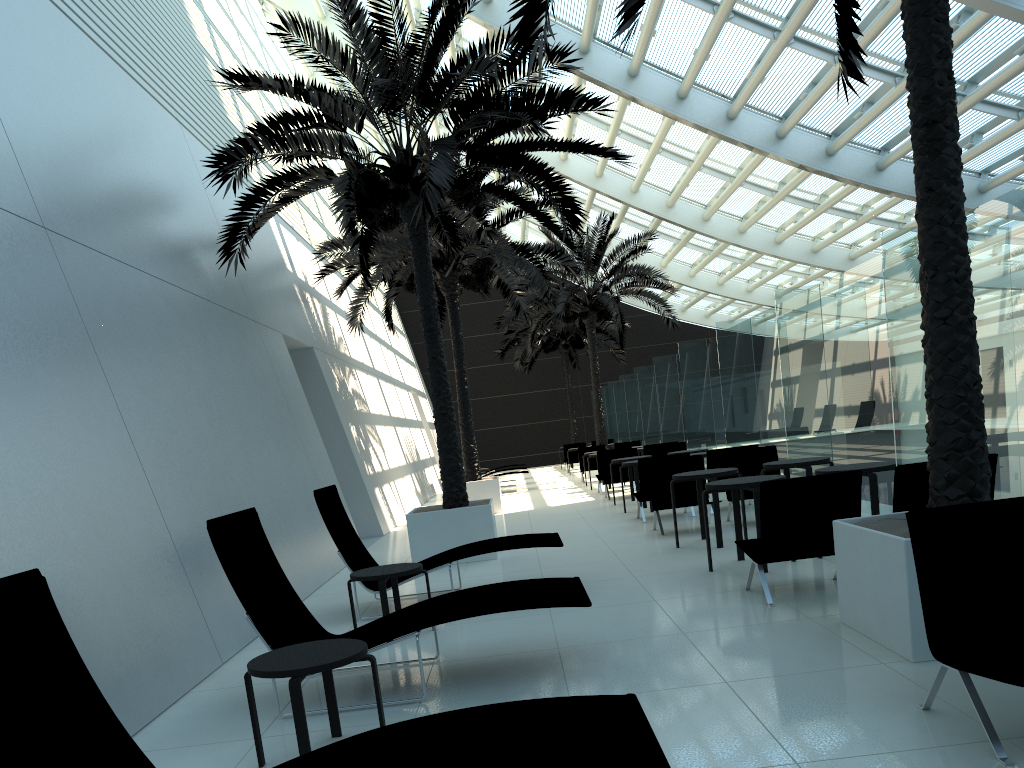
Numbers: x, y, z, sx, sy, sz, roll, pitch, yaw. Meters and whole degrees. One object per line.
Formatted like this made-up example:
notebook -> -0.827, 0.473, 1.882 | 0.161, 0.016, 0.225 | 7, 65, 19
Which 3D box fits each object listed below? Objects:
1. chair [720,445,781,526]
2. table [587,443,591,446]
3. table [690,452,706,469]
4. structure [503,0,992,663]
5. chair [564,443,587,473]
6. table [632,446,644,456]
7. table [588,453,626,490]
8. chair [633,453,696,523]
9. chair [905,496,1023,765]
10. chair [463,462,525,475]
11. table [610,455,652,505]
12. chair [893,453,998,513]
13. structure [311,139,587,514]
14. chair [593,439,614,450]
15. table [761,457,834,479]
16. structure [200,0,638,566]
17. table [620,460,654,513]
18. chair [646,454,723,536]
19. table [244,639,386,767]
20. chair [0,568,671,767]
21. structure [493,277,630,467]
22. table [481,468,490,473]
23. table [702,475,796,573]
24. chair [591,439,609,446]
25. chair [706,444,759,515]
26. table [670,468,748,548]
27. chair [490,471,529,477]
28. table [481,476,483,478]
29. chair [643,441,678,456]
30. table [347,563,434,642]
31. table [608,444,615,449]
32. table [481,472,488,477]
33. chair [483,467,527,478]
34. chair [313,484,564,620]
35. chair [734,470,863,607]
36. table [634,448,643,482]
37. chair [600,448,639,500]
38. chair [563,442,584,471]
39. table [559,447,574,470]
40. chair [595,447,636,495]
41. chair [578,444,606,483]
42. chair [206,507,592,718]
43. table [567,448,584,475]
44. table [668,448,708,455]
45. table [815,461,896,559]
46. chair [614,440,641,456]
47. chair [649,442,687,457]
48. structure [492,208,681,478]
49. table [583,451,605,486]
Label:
chair -> 3.017, 1.225, 10.562 | 0.716, 0.896, 0.879 | -7, 2, 0
table -> 3.019, 2.433, 30.360 | 0.669, 0.789, 0.684 | -9, 4, -43
table -> 3.041, 1.447, 13.453 | 0.684, 0.789, 0.668 | -5, 4, 43
structure -> 2.164, -2.103, 4.481 | 4.849, 7.093, 4.369 | -6, 4, 19
chair -> 2.069, 2.327, 27.494 | 0.716, 0.896, 0.879 | -7, 2, 0
table -> 3.041, 1.858, 20.523 | 0.685, 0.789, 0.668 | -5, 3, 38
table -> 2.071, 1.896, 19.106 | 0.684, 0.789, 0.668 | -5, 4, 43
chair -> 2.103, 1.438, 12.284 | 0.716, 0.896, 0.879 | -7, 2, 0
chair -> 2.101, 0.920, 3.370 | 0.716, 0.896, 0.879 | -7, 2, 0
chair -> -0.617, 2.501, 27.216 | 2.037, 1.170, 0.913 | -7, 3, 1
table -> 2.086, 1.651, 14.932 | 0.685, 0.789, 0.668 | -5, 3, 38
chair -> 3.037, 0.985, 6.480 | 0.716, 0.896, 0.879 | -7, 2, 0
structure -> -1.184, -0.941, 16.248 | 4.317, 6.965, 4.549 | -4, 5, 34
chair -> 2.995, 2.212, 27.481 | 0.716, 0.896, 0.879 | -7, 2, 0
table -> 3.056, 1.202, 9.279 | 0.685, 0.789, 0.668 | -5, 3, 38
structure -> -0.968, -1.285, 10.252 | 4.600, 6.904, 4.269 | -8, 4, -21
table -> 2.079, 1.567, 13.467 | 0.684, 0.789, 0.668 | -5, 4, 43
chair -> 2.091, 1.340, 10.576 | 0.716, 0.896, 0.879 | -7, 2, 0
table -> -0.927, 1.525, 4.122 | 0.558, 0.522, 0.545 | -6, 2, 43
chair -> -0.585, 1.069, 2.668 | 2.037, 1.170, 0.913 | -7, 3, 1
structure -> 2.149, -0.514, 31.751 | 4.416, 7.091, 4.800 | -9, 4, -21
table -> -0.955, 2.807, 26.099 | 0.558, 0.522, 0.545 | -6, 2, 43
table -> 2.086, 1.229, 7.677 | 0.684, 0.789, 0.668 | -5, 4, 43
chair -> 3.007, 2.309, 29.178 | 0.716, 0.896, 0.879 | -7, 2, 0
chair -> 3.029, 1.322, 12.271 | 0.716, 0.896, 0.879 | -7, 2, 0
table -> 2.093, 1.322, 9.293 | 0.685, 0.789, 0.668 | -5, 3, 38
chair -> -0.610, 2.197, 21.995 | 2.037, 1.170, 0.913 | -7, 3, 1
table -> -0.949, 2.502, 20.878 | 0.558, 0.522, 0.545 | -6, 2, 38
chair -> 3.022, 1.651, 17.910 | 0.716, 0.896, 0.879 | -7, 2, 0
table -> -0.930, 1.675, 6.692 | 0.558, 0.522, 0.545 | -6, 2, 43
table -> 3.033, 2.188, 26.186 | 0.685, 0.789, 0.668 | -5, 3, 38
table -> -0.952, 2.652, 23.449 | 0.558, 0.522, 0.545 | -6, 2, 43
chair -> -0.613, 2.347, 24.565 | 2.037, 1.170, 0.913 | -7, 3, 1
chair -> -0.591, 1.369, 7.809 | 2.037, 1.170, 0.913 | -7, 3, 1
chair -> 2.111, 1.100, 6.494 | 0.716, 0.896, 0.879 | -7, 2, 0
table -> 3.034, 1.776, 19.092 | 0.684, 0.789, 0.668 | -5, 4, 43
chair -> 2.084, 1.670, 16.227 | 0.716, 0.896, 0.879 | -7, 2, 0
chair -> 2.081, 2.424, 29.191 | 0.716, 0.896, 0.879 | -7, 2, 0
table -> 2.056, 2.553, 30.374 | 0.669, 0.789, 0.684 | -9, 4, -43
chair -> 2.096, 1.767, 17.923 | 0.716, 0.896, 0.879 | -7, 2, 0
chair -> 2.077, 1.995, 21.806 | 0.716, 0.896, 0.879 | -7, 2, 0
chair -> -0.588, 1.219, 5.238 | 2.037, 1.170, 0.913 | -7, 3, 1
table -> 2.071, 2.308, 26.200 | 0.685, 0.789, 0.668 | -5, 3, 38
table -> 3.048, 1.531, 14.918 | 0.685, 0.789, 0.668 | -5, 3, 38
table -> 3.049, 1.109, 7.663 | 0.684, 0.789, 0.668 | -5, 4, 43
chair -> 3.002, 1.880, 21.793 | 0.716, 0.896, 0.879 | -7, 2, 0
chair -> 3.009, 1.554, 16.214 | 0.716, 0.896, 0.879 | -7, 2, 0
structure -> 2.134, -0.986, 23.613 | 4.811, 7.093, 4.404 | -7, 4, -6
table -> 2.078, 1.978, 20.536 | 0.685, 0.789, 0.668 | -5, 3, 38
